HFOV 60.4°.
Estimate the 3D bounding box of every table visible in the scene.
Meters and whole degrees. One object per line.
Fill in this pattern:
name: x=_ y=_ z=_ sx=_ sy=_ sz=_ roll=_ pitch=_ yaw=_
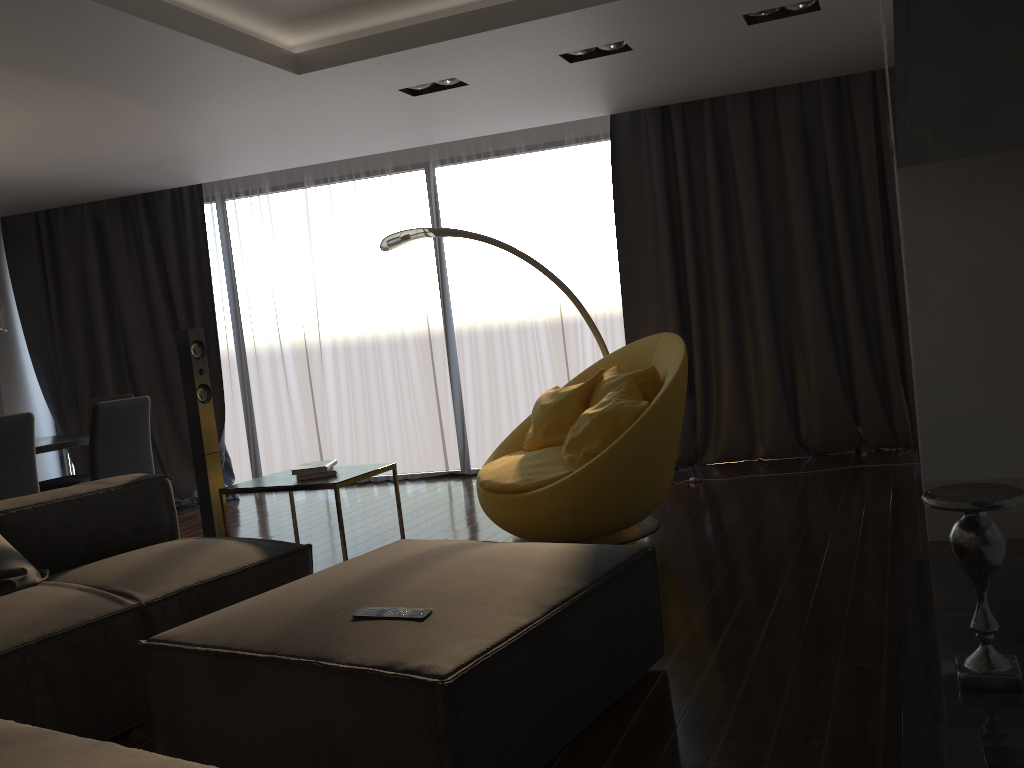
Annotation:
table: x=-3.053 y=0.772 z=4.796 sx=1.003 sy=0.760 sz=1.661 roll=-5 pitch=4 yaw=23
table: x=-0.861 y=0.683 z=3.904 sx=0.580 sy=0.563 sz=0.467 roll=-5 pitch=4 yaw=21

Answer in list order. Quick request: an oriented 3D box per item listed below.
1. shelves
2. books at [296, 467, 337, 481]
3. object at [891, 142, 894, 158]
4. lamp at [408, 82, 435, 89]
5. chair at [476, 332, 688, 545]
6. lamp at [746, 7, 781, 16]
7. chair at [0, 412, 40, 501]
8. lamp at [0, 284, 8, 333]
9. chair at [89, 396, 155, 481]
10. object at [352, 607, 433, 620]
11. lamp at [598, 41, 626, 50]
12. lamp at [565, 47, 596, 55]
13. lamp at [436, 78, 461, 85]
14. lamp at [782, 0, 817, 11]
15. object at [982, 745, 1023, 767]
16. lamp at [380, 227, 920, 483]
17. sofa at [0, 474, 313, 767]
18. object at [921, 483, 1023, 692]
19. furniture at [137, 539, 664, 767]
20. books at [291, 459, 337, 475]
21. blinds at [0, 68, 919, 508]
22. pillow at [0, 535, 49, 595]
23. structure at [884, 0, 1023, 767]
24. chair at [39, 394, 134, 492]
shelves: x=1.425 y=-0.523 z=2.766 sx=0.365 sy=1.601 sz=1.993 roll=-5 pitch=4 yaw=24
books: x=-0.866 y=0.390 z=3.878 sx=0.168 sy=0.023 sz=0.223 roll=-7 pitch=3 yaw=-18
object: x=1.589 y=-1.022 z=3.363 sx=0.274 sy=0.227 sz=0.295 roll=-5 pitch=4 yaw=22
lamp: x=-0.524 y=-1.694 z=4.939 sx=0.172 sy=0.077 sz=0.182 roll=-5 pitch=3 yaw=17
chair: x=0.367 y=0.283 z=4.671 sx=1.163 sy=1.005 sz=1.482 roll=-7 pitch=3 yaw=-11
lamp: x=1.230 y=-1.849 z=4.319 sx=0.167 sy=0.077 sz=0.186 roll=-3 pitch=4 yaw=41
chair: x=-2.602 y=0.651 z=4.236 sx=0.552 sy=0.965 sz=0.443 roll=-5 pitch=4 yaw=21
lamp: x=-3.254 y=-0.794 z=4.695 sx=0.847 sy=1.103 sz=0.761 roll=-10 pitch=5 yaw=-44
chair: x=-2.309 y=0.582 z=4.898 sx=0.552 sy=0.965 sz=0.443 roll=-5 pitch=4 yaw=21
object: x=-0.300 y=0.574 z=2.203 sx=0.201 sy=0.015 sz=0.053 roll=-5 pitch=3 yaw=19
lamp: x=0.516 y=-1.786 z=4.571 sx=0.168 sy=0.077 sz=0.186 roll=-4 pitch=4 yaw=34
lamp: x=0.353 y=-1.771 z=4.629 sx=0.167 sy=0.077 sz=0.186 roll=-3 pitch=4 yaw=41
lamp: x=-0.360 y=-1.708 z=4.881 sx=0.168 sy=0.077 sz=0.186 roll=-4 pitch=4 yaw=34
lamp: x=1.394 y=-1.864 z=4.261 sx=0.168 sy=0.077 sz=0.186 roll=-4 pitch=4 yaw=34
object: x=0.867 y=0.756 z=1.512 sx=0.069 sy=0.094 sz=0.374 roll=-5 pitch=3 yaw=24
lamp: x=1.432 y=-0.275 z=5.586 sx=4.250 sy=1.779 sz=0.579 roll=-6 pitch=3 yaw=-2
sofa: x=-1.234 y=0.748 z=2.181 sx=2.604 sy=0.704 sz=2.605 roll=-4 pitch=4 yaw=32
object: x=1.151 y=0.498 z=2.157 sx=0.234 sy=0.475 sz=0.245 roll=-6 pitch=3 yaw=14
furniture: x=-0.257 y=0.751 z=2.559 sx=1.042 sy=0.440 sz=1.150 roll=-4 pitch=4 yaw=32
books: x=-0.872 y=0.367 z=3.891 sx=0.156 sy=0.022 sz=0.204 roll=-6 pitch=3 yaw=-1
blinds: x=-0.724 y=-0.659 z=6.767 sx=7.326 sy=2.894 sz=0.764 roll=-6 pitch=3 yaw=12
pillow: x=-1.906 y=0.579 z=1.968 sx=1.088 sy=0.431 sz=2.039 roll=-7 pitch=3 yaw=-14
structure: x=0.958 y=-0.008 z=1.747 sx=0.462 sy=1.767 sz=2.991 roll=-5 pitch=3 yaw=24
chair: x=-2.709 y=0.585 z=5.604 sx=0.412 sy=0.965 sz=0.593 roll=-5 pitch=4 yaw=23
